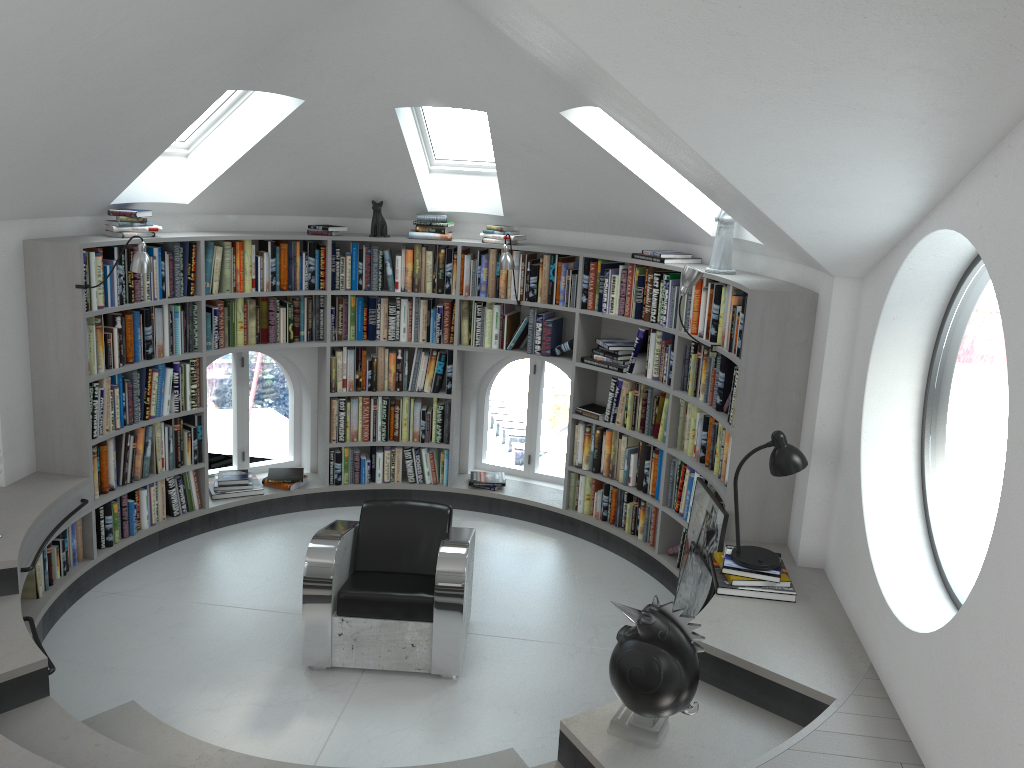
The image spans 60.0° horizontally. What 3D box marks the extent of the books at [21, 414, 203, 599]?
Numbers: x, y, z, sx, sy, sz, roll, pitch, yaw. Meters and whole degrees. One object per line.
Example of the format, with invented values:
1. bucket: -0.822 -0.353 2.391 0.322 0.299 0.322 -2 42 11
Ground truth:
1. books: -2.519 0.653 5.472 0.391 0.691 1.649 7 14 16

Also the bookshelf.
1. bookshelf: -0.515 0.043 5.934 4.334 1.869 2.121 5 13 6

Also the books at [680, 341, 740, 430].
1. books: 1.269 -0.016 5.142 0.279 0.356 1.059 1 14 -8

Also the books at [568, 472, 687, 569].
1. books: 0.913 0.907 6.024 0.360 0.309 1.505 -5 16 -31

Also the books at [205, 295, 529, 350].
1. books: -1.059 -0.460 6.491 2.528 0.369 0.594 0 13 -13

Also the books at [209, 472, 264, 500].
1. books: -2.058 0.752 6.549 0.366 0.042 0.390 -4 15 -26

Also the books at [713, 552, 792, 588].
1. books: 1.161 0.900 4.303 0.286 0.034 0.306 2 14 -4

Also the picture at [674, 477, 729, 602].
1. picture: 1.069 1.037 5.070 0.090 0.858 0.582 2 13 -4

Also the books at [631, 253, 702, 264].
1. books: 1.015 -0.826 5.833 0.317 0.036 0.338 -5 16 -30

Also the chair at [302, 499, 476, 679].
1. chair: -0.642 1.078 4.846 0.823 0.715 0.746 3 13 1

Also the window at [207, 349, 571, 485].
1. window: -0.945 0.217 6.907 3.230 1.144 0.621 1 12 -8

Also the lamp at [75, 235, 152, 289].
1. lamp: -2.227 -0.686 4.972 0.414 0.310 0.117 4 12 3

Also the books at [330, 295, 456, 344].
1. books: -0.885 -0.507 6.701 1.028 0.357 0.302 1 13 -8

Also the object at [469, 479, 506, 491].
1. object: -0.191 0.770 6.922 0.227 0.036 0.214 9 15 22

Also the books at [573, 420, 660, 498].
1. books: 0.796 0.486 6.194 0.272 0.348 0.876 -8 17 -41

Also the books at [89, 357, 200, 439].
1. books: -2.397 0.063 5.599 0.261 0.357 1.024 8 14 23

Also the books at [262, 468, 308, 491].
1. books: -1.704 0.714 6.676 0.318 0.099 0.293 5 14 8

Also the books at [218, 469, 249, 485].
1. books: -2.054 0.688 6.536 0.213 0.036 0.228 -1 14 -17

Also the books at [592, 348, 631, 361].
1. books: 0.753 -0.215 6.224 0.269 0.031 0.287 -6 16 -33

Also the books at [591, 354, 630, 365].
1. books: 0.751 -0.185 6.230 0.287 0.031 0.270 15 18 40

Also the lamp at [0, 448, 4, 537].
1. lamp: -2.629 0.492 4.269 0.305 0.522 0.307 2 12 -5

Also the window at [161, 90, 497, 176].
1. window: -0.420 -1.678 5.570 4.056 0.709 1.944 5 13 6

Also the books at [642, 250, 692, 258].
1. books: 1.016 -0.854 5.827 0.233 0.027 0.249 -2 14 -21

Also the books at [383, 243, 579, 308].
1. books: -0.194 -0.826 6.525 1.566 0.365 0.396 6 13 12

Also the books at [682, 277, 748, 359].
1. books: 1.289 -0.392 5.073 0.292 0.360 1.020 1 14 -11

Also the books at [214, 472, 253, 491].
1. books: -2.056 0.719 6.542 0.269 0.031 0.287 -1 14 -17

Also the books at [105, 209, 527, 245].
1. books: -1.288 -1.108 6.177 2.815 0.172 0.752 -3 15 -23

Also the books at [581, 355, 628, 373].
1. books: 0.749 -0.153 6.237 0.366 0.042 0.389 -9 18 -42

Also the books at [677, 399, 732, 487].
1. books: 1.256 0.359 5.216 0.275 0.345 1.027 1 14 -8

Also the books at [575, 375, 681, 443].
1. books: 0.864 0.134 6.045 0.252 0.350 0.978 -8 17 -40

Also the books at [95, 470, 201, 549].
1. books: -2.444 0.770 5.821 0.283 0.318 0.922 9 15 24

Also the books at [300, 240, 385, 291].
1. books: -1.268 -0.872 6.521 0.682 0.344 0.266 -1 13 -16

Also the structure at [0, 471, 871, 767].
1. structure: -0.724 1.102 4.752 4.717 0.689 4.731 -7 17 -37

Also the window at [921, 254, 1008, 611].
1. window: 1.822 0.179 3.262 0.104 1.461 1.479 4 13 6

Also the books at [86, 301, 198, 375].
1. books: -2.405 -0.314 5.560 0.303 0.345 1.093 8 14 21

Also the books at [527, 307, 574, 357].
1. books: 0.336 -0.375 6.439 0.400 0.339 0.225 9 14 26

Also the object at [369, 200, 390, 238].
1. object: -0.963 -1.209 6.485 0.147 0.263 0.203 4 13 3

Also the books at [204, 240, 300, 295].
1. books: -1.855 -0.833 6.176 0.794 0.371 0.270 -8 17 -39

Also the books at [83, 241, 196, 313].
1. books: -2.379 -0.685 5.459 0.301 0.359 1.037 8 14 22

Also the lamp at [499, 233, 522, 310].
1. lamp: -0.009 -0.782 6.235 0.113 0.563 0.359 6 13 13

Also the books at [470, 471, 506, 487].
1. books: -0.189 0.741 6.915 0.268 0.029 0.254 2 14 -3

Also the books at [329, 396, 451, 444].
1. books: -0.908 0.246 6.822 1.031 0.355 0.294 1 13 -9

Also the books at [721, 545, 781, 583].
1. books: 1.163 0.869 4.296 0.269 0.031 0.287 7 14 16

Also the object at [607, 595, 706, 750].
1. object: 0.527 1.054 3.312 0.320 0.559 0.322 -1 13 -20

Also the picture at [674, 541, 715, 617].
1. picture: 0.995 1.230 4.934 0.107 0.552 0.492 2 13 -3

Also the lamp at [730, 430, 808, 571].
1. lamp: 1.216 0.539 4.215 0.323 0.656 0.234 8 13 21

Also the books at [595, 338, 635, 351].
1. books: 0.756 -0.276 6.211 0.269 0.031 0.287 0 14 -13

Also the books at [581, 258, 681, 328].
1. books: 0.872 -0.628 5.945 0.306 0.365 0.973 -7 17 -39

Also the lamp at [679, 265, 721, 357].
1. lamp: 1.077 -0.407 5.013 0.275 0.522 0.113 3 12 -3

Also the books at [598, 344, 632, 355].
1. books: 0.754 -0.246 6.218 0.214 0.036 0.228 -6 16 -33

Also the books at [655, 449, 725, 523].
1. books: 1.210 0.712 5.359 0.304 0.356 1.191 0 14 -12

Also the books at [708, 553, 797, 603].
1. books: 1.159 0.936 4.311 0.365 0.042 0.390 5 14 6

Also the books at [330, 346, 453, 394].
1. books: -0.900 -0.129 6.738 0.997 0.349 0.299 1 13 -10

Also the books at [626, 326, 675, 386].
1. books: 1.031 -0.197 5.838 0.256 0.348 0.556 -6 16 -36

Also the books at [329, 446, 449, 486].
1. books: -0.944 0.600 6.890 1.019 0.304 0.289 1 13 -9

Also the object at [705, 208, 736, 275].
1. object: 1.248 -0.886 5.208 0.179 0.470 0.180 6 13 15
